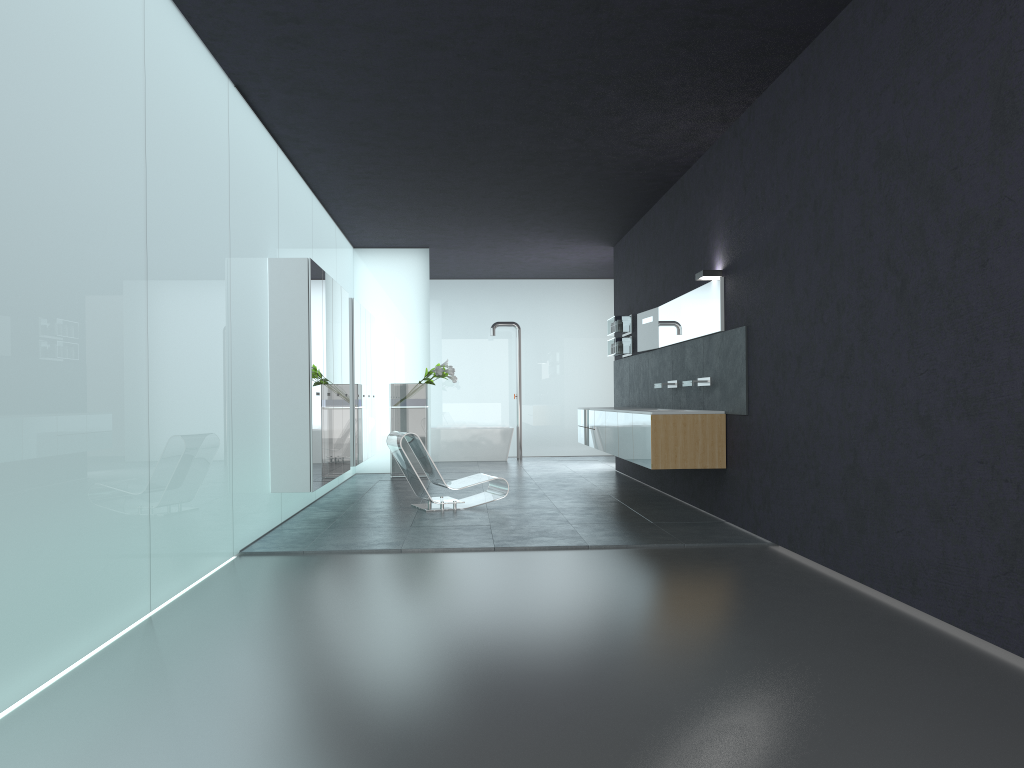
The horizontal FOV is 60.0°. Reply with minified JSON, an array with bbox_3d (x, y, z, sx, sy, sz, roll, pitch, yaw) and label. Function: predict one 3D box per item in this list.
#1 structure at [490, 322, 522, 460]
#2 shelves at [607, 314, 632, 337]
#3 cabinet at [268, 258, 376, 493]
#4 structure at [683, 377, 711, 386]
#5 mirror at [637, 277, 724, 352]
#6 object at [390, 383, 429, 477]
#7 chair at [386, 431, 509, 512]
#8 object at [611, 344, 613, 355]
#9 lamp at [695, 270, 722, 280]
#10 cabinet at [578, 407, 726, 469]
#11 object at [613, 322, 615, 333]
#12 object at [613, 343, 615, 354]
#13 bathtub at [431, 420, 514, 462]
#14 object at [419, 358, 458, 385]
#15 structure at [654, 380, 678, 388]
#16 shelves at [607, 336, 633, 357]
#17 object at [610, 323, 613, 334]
[{"bbox_3d":[-0.117,0.163,18.088,0.643,2.872,0.123,-1,0,-3],"label":"structure"},{"bbox_3d":[1.673,-0.901,13.794,0.265,0.285,0.770,-1,-1,-3],"label":"shelves"},{"bbox_3d":[-2.248,-0.027,11.359,0.398,2.215,6.005,-1,-1,-3],"label":"cabinet"},{"bbox_3d":[1.934,-0.022,9.324,0.186,0.088,0.482,-1,-1,-3],"label":"structure"},{"bbox_3d":[1.946,-0.747,10.523,0.109,0.532,3.722,-1,-1,-4],"label":"mirror"},{"bbox_3d":[-1.660,0.741,14.368,0.585,1.491,0.575,-1,0,-3],"label":"object"},{"bbox_3d":[-0.734,0.964,10.096,1.261,0.871,0.629,0,0,-22],"label":"chair"},{"bbox_3d":[1.612,-0.545,14.073,0.096,0.184,0.067,-1,0,-11],"label":"object"},{"bbox_3d":[1.963,-1.085,8.847,0.198,0.066,0.277,-1,-1,-3],"label":"lamp"},{"bbox_3d":[1.564,0.597,11.385,0.734,0.556,5.583,-1,-1,-3],"label":"cabinet"},{"bbox_3d":[1.621,-0.876,13.857,0.096,0.184,0.067,-1,0,6],"label":"object"},{"bbox_3d":[1.624,-0.549,13.858,0.096,0.184,0.067,-1,0,6],"label":"object"},{"bbox_3d":[-0.966,1.123,18.049,1.977,0.859,0.960,-1,0,-3],"label":"bathtub"},{"bbox_3d":[-1.383,-0.033,14.229,1.024,0.779,0.974,0,-1,-11],"label":"object"},{"bbox_3d":[1.859,0.005,10.740,0.186,0.088,0.482,-1,-1,-3],"label":"structure"},{"bbox_3d":[1.676,-0.573,13.795,0.265,0.285,0.770,-1,-1,-3],"label":"shelves"},{"bbox_3d":[1.609,-0.872,14.071,0.096,0.184,0.067,-1,0,-11],"label":"object"}]
